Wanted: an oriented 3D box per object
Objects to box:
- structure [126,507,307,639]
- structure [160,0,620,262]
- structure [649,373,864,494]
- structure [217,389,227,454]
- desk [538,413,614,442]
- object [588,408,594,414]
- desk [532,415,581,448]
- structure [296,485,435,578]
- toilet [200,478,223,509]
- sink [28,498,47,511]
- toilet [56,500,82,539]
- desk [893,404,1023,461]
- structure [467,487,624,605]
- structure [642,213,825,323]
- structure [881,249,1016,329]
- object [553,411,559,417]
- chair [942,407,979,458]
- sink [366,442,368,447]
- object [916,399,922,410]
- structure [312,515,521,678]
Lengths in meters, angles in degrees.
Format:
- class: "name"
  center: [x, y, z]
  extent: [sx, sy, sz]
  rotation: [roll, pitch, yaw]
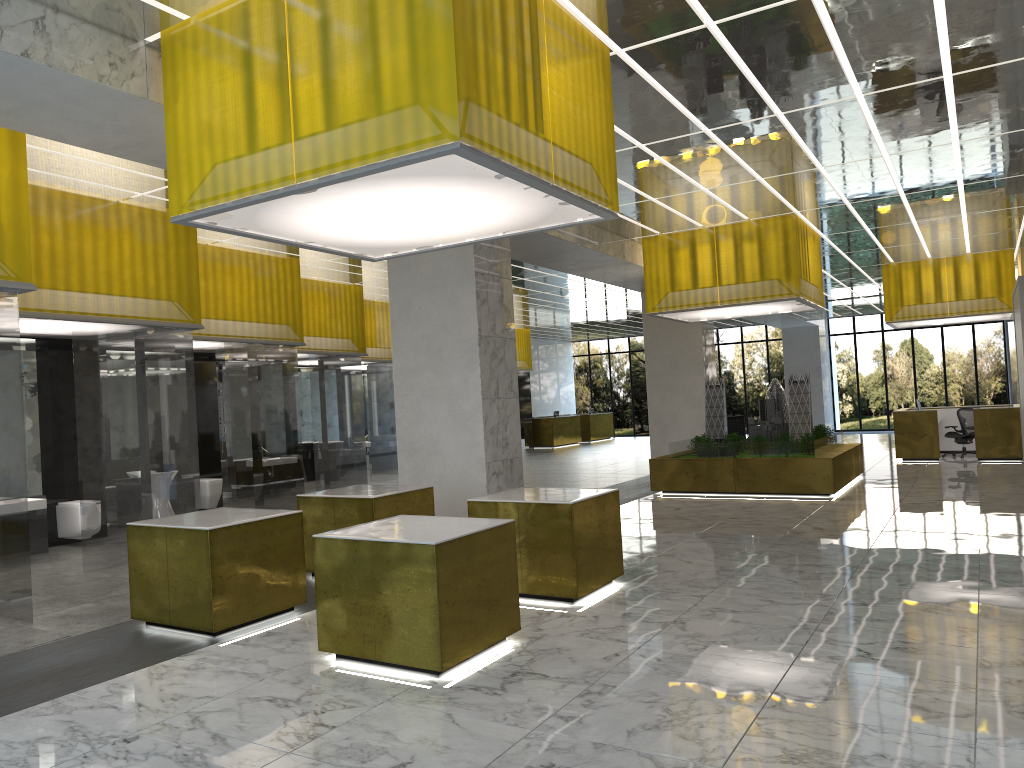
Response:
- class: "structure"
  center: [-3.306, 2.083, 9.623]
  extent: [1.441, 1.173, 1.365]
  rotation: [-4, -1, 31]
- class: "structure"
  center: [-1.121, -2.751, 8.459]
  extent: [3.436, 2.269, 3.068]
  rotation: [-4, -2, 32]
- class: "structure"
  center: [6.016, 1.084, 20.781]
  extent: [4.087, 2.571, 4.869]
  rotation: [-4, -2, 31]
- class: "structure"
  center: [-8.118, 1.034, 23.460]
  extent: [0.394, 1.790, 0.376]
  rotation: [-4, -1, 31]
- class: "desk"
  center: [3.602, 2.484, 48.448]
  extent: [3.397, 1.508, 3.294]
  rotation: [-4, -2, 31]
- class: "object"
  center: [4.357, 1.716, 47.955]
  extent: [0.581, 0.667, 0.709]
  rotation: [-4, -1, 31]
- class: "desk"
  center: [1.417, 2.497, 44.494]
  extent: [3.397, 1.508, 3.294]
  rotation: [-4, -2, 31]
- class: "structure"
  center: [-2.015, 2.076, 11.959]
  extent: [1.441, 1.173, 1.365]
  rotation: [-4, -1, 31]
- class: "toilet"
  center: [-7.473, 2.672, 20.785]
  extent: [0.887, 0.694, 0.482]
  rotation: [-4, -1, 33]
- class: "sink"
  center: [-8.515, 1.960, 14.010]
  extent: [0.923, 1.053, 1.312]
  rotation: [-4, -1, 30]
- class: "toilet"
  center: [-8.135, 2.563, 16.086]
  extent: [0.881, 0.687, 0.478]
  rotation: [-4, -1, 33]
- class: "desk"
  center: [13.570, 1.467, 25.851]
  extent: [3.397, 1.508, 3.294]
  rotation: [-4, -2, 31]
- class: "structure"
  center: [0.427, 1.919, 10.329]
  extent: [1.441, 1.173, 1.365]
  rotation: [-4, -1, 31]
- class: "structure"
  center: [5.166, -2.788, 19.836]
  extent: [3.437, 2.269, 3.069]
  rotation: [-4, -2, 32]
- class: "structure"
  center: [13.281, -3.037, 25.979]
  extent: [3.436, 2.269, 2.949]
  rotation: [-4, -1, 32]
- class: "object"
  center: [2.153, 1.729, 43.966]
  extent: [0.581, 0.667, 0.709]
  rotation: [-4, -1, 31]
- class: "chair"
  center: [13.617, 1.454, 25.655]
  extent: [0.980, 1.493, 1.182]
  rotation: [-2, -1, -35]
- class: "sink"
  center: [-5.234, 2.256, 33.321]
  extent: [0.923, 1.053, 1.312]
  rotation: [-4, -1, 30]
- class: "object"
  center: [12.752, 0.799, 26.407]
  extent: [0.581, 0.667, 0.709]
  rotation: [-4, -1, 31]
- class: "structure"
  center: [-0.866, 1.926, 7.988]
  extent: [1.441, 1.173, 1.365]
  rotation: [-4, -1, 31]
